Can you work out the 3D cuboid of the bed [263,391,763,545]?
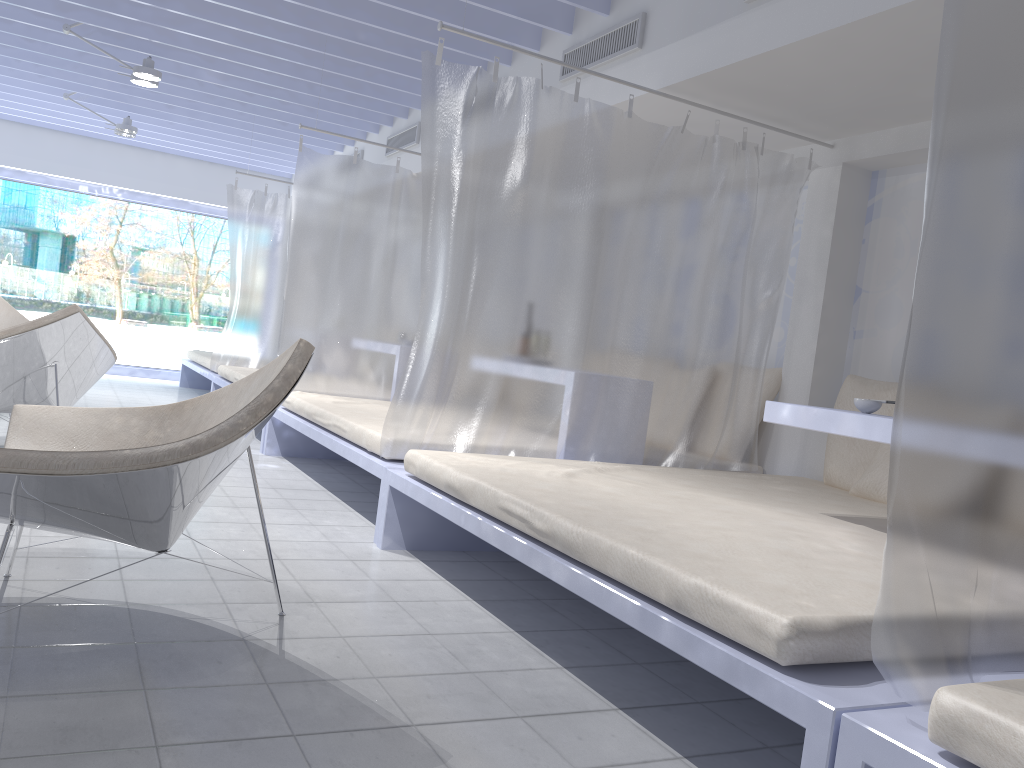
[{"bbox_3d":[-0.085,0.410,4.813,2.022,0.422,2.200,6,2,-27],"label":"bed"}]

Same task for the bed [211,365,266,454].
[{"bbox_3d":[-1.089,0.209,6.768,2.016,0.427,2.200,6,2,-27],"label":"bed"}]

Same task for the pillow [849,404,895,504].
[{"bbox_3d":[1.627,0.259,3.415,0.307,0.482,0.528,7,2,-22],"label":"pillow"}]

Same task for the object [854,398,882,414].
[{"bbox_3d":[1.086,0.069,2.711,0.082,0.043,0.082,8,2,24],"label":"object"}]

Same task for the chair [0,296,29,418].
[{"bbox_3d":[-3.434,-0.228,5.655,0.906,0.759,0.753,7,2,-17],"label":"chair"}]

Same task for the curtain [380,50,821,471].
[{"bbox_3d":[0.467,-0.386,3.773,2.050,1.552,0.151,6,2,-27],"label":"curtain"}]

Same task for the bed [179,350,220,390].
[{"bbox_3d":[-2.067,0.017,8.740,2.022,0.422,2.200,6,2,-27],"label":"bed"}]

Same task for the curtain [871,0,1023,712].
[{"bbox_3d":[1.497,-0.163,1.818,1.998,1.559,0.125,6,2,-29],"label":"curtain"}]

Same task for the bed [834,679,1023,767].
[{"bbox_3d":[1.886,0.799,0.875,2.016,0.427,2.200,6,2,-27],"label":"bed"}]

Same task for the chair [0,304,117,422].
[{"bbox_3d":[-2.325,-0.035,4.263,0.753,0.759,0.906,9,2,33],"label":"chair"}]

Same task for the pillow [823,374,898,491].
[{"bbox_3d":[1.555,0.225,3.759,0.231,0.510,0.572,6,2,-28],"label":"pillow"}]

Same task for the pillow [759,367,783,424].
[{"bbox_3d":[1.127,0.140,4.607,0.231,0.510,0.572,6,2,-26],"label":"pillow"}]

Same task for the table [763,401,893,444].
[{"bbox_3d":[1.177,0.341,2.371,0.416,0.450,1.065,6,2,-27],"label":"table"}]

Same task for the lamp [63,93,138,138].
[{"bbox_3d":[-3.489,-2.282,7.519,0.587,0.218,0.380,6,2,-27],"label":"lamp"}]

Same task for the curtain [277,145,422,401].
[{"bbox_3d":[-0.487,-0.557,5.747,1.998,1.559,0.125,6,2,-29],"label":"curtain"}]

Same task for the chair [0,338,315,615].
[{"bbox_3d":[-0.916,0.217,2.274,0.753,0.759,0.906,7,2,-23],"label":"chair"}]

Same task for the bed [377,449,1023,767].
[{"bbox_3d":[0.893,0.603,2.841,2.016,0.427,2.200,6,2,-27],"label":"bed"}]

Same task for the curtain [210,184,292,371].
[{"bbox_3d":[-1.515,-0.779,7.701,2.050,1.552,0.151,6,2,-27],"label":"curtain"}]

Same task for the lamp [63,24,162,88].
[{"bbox_3d":[-2.542,-2.095,5.643,0.587,0.218,0.380,6,2,-27],"label":"lamp"}]
